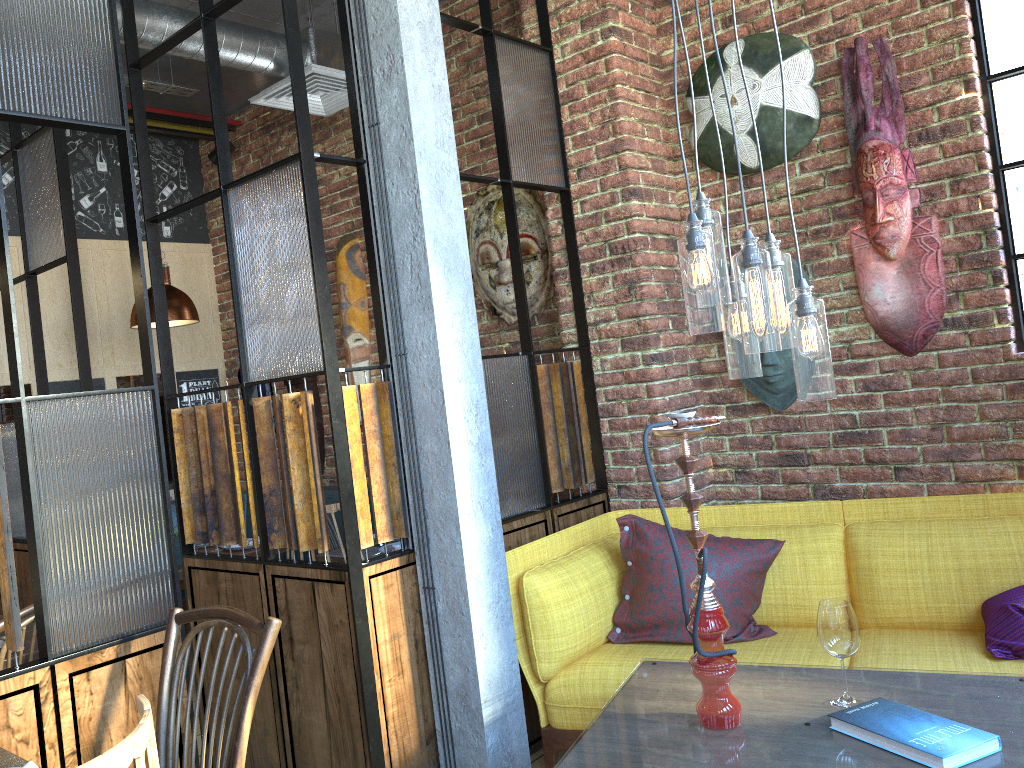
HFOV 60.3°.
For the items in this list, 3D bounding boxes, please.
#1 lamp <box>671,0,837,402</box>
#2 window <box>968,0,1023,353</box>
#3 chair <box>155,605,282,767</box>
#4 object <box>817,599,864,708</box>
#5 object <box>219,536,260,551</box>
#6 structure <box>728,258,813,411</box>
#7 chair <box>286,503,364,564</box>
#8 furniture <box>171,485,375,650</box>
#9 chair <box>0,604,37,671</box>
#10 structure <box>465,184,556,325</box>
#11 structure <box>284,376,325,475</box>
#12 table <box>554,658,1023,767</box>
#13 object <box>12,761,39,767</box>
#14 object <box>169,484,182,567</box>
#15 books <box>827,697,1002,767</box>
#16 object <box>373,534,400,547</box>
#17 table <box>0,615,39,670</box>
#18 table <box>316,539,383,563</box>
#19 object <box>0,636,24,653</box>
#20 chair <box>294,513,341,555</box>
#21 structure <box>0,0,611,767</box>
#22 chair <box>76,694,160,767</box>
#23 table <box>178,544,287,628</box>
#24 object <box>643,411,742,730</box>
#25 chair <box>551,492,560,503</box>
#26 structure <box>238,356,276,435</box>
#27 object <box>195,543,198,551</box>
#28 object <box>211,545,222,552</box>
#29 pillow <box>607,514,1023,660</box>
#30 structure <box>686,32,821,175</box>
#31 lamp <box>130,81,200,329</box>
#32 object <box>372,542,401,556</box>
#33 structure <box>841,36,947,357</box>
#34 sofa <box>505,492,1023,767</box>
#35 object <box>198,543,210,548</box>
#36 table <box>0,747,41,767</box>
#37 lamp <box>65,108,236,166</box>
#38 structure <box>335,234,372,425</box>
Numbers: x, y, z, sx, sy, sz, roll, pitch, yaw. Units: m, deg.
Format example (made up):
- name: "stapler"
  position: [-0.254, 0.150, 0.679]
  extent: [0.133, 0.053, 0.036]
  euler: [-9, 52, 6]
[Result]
- name: "lamp"
  position: [0.363, -0.997, 2.121]
  extent: [0.279, 2.122, 0.519]
  euler: [-6, -2, -25]
- name: "window"
  position: [0.743, -0.771, 0.606]
  extent: [3.476, 2.431, 8.433]
  euler: [-7, 0, 5]
- name: "chair"
  position: [-0.711, 0.957, 1.716]
  extent: [0.423, 0.916, 0.498]
  euler: [-8, -2, 36]
- name: "object"
  position: [0.753, 0.614, 2.016]
  extent: [0.089, 0.228, 0.092]
  euler: [-7, -1, -11]
- name: "object"
  position: [-1.457, 0.859, 4.787]
  extent: [0.339, 0.051, 0.257]
  euler: [-7, 0, 44]
- name: "structure"
  position: [0.992, -0.208, 3.436]
  extent: [0.384, 0.640, 0.099]
  euler: [-8, -2, 42]
- name: "chair"
  position: [-0.532, 0.888, 3.078]
  extent: [0.556, 1.007, 0.433]
  euler: [-8, -2, 28]
- name: "furniture"
  position: [-1.762, 1.111, 5.061]
  extent: [1.509, 0.823, 1.424]
  euler: [-7, 0, 41]
- name: "chair"
  position: [-1.365, 1.032, 2.376]
  extent: [0.541, 0.916, 0.390]
  euler: [-8, -1, 26]
- name: "structure"
  position: [-0.030, -0.643, 4.308]
  extent: [0.616, 0.727, 0.121]
  euler: [-8, -2, 41]
- name: "structure"
  position: [-1.277, 0.255, 5.462]
  extent: [0.272, 0.656, 0.153]
  euler: [-8, -2, 41]
- name: "table"
  position: [0.678, 0.995, 1.924]
  extent: [0.970, 0.509, 0.722]
  euler: [-7, 0, 26]
- name: "object"
  position: [-0.918, 0.691, 1.463]
  extent: [0.339, 0.051, 0.257]
  euler: [-7, 0, 44]
- name: "object"
  position: [-1.726, 0.704, 4.419]
  extent: [0.151, 0.427, 0.195]
  euler: [-8, -1, 19]
- name: "books"
  position: [0.812, 0.709, 1.798]
  extent: [0.155, 0.028, 0.282]
  euler: [-7, 0, -26]
- name: "object"
  position: [-0.466, 0.620, 3.675]
  extent: [0.282, 0.051, 0.310]
  euler: [-7, 0, 45]
- name: "table"
  position: [-1.827, 1.186, 2.499]
  extent: [0.761, 0.728, 0.984]
  euler: [-8, -1, 41]
- name: "table"
  position: [-0.219, 0.983, 3.531]
  extent: [0.784, 0.728, 0.716]
  euler: [-8, -1, 41]
- name: "object"
  position: [-1.582, 0.765, 2.520]
  extent: [0.282, 0.051, 0.310]
  euler: [-7, 0, 45]
- name: "chair"
  position: [-0.609, 0.929, 3.827]
  extent: [0.527, 0.916, 0.400]
  euler: [-7, -1, 6]
- name: "structure"
  position: [-3.575, 0.094, 2.468]
  extent: [6.250, 3.329, 5.636]
  euler: [-7, 0, 25]
- name: "chair"
  position: [-0.566, 0.907, 0.987]
  extent: [0.460, 1.007, 0.524]
  euler: [-7, -1, 12]
- name: "table"
  position: [-1.694, 1.217, 4.725]
  extent: [0.777, 0.603, 0.710]
  euler: [-7, -1, 41]
- name: "object"
  position: [0.405, 0.418, 1.963]
  extent: [0.176, 0.705, 0.249]
  euler: [-8, -2, 32]
- name: "chair"
  position: [0.167, 0.834, 3.945]
  extent: [0.530, 0.921, 0.453]
  euler: [-6, -1, -27]
- name: "structure"
  position: [-1.715, 0.076, 5.848]
  extent: [0.338, 0.560, 0.109]
  euler: [-8, -2, 41]
- name: "object"
  position: [-1.767, 0.861, 4.844]
  extent: [0.086, 0.120, 0.083]
  euler: [-7, -1, 10]
- name: "object"
  position: [-1.602, 0.805, 4.751]
  extent: [0.101, 0.192, 0.095]
  euler: [-8, -1, 21]
- name: "pillow"
  position: [1.055, 0.612, 2.822]
  extent: [1.556, 0.454, 0.384]
  euler: [-7, -1, 30]
- name: "structure"
  position: [0.920, -1.087, 3.434]
  extent: [0.555, 0.521, 0.141]
  euler: [-8, -1, 41]
- name: "lamp"
  position: [-1.969, -0.984, 4.820]
  extent: [0.384, 1.336, 0.352]
  euler: [-8, -2, 34]
- name: "object"
  position: [-0.361, 0.610, 3.334]
  extent: [0.339, 0.051, 0.257]
  euler: [-7, 0, 44]
- name: "structure"
  position: [1.350, -0.663, 3.157]
  extent: [0.226, 1.147, 0.227]
  euler: [-7, -2, -3]
- name: "sofa"
  position: [1.070, 0.812, 2.780]
  extent: [2.068, 0.763, 0.761]
  euler: [-7, -1, 26]
- name: "object"
  position: [-1.776, 0.896, 5.016]
  extent: [0.323, 0.051, 0.271]
  euler: [-7, 0, -5]
- name: "table"
  position: [-1.007, 1.095, 1.307]
  extent: [0.784, 0.728, 0.716]
  euler: [-8, -1, 41]
- name: "lamp"
  position: [-3.251, -1.345, 2.440]
  extent: [6.549, 0.274, 6.899]
  euler: [-7, 1, 41]
- name: "structure"
  position: [-0.930, -0.320, 5.123]
  extent: [0.242, 1.121, 0.089]
  euler: [-9, -2, 41]
